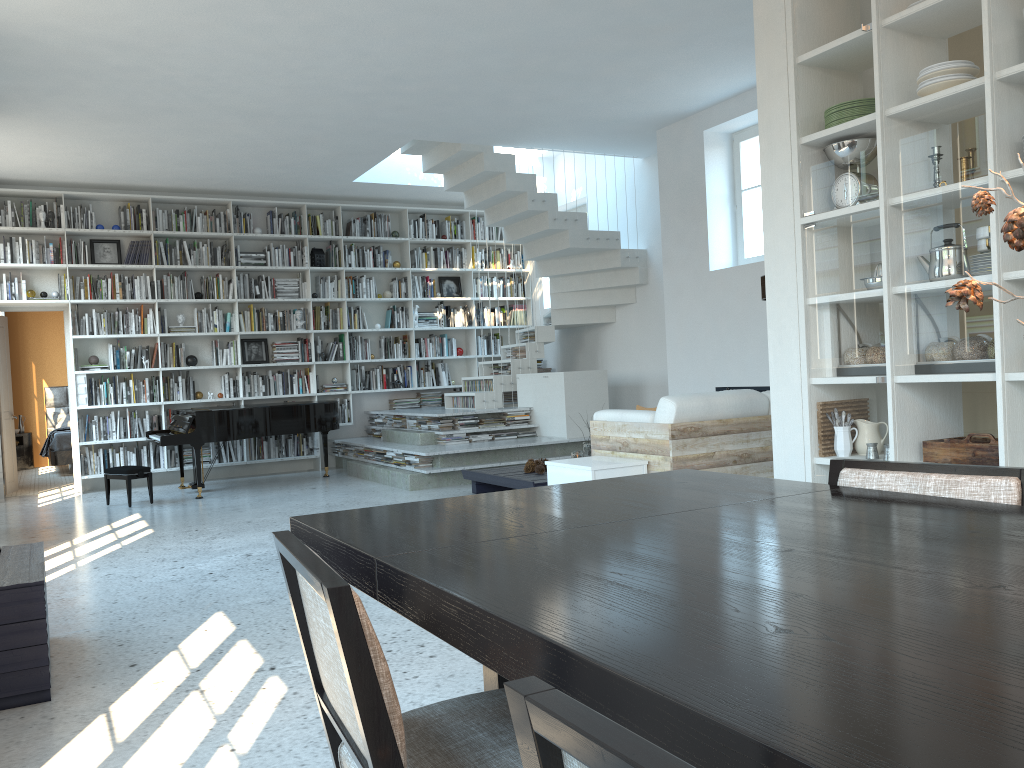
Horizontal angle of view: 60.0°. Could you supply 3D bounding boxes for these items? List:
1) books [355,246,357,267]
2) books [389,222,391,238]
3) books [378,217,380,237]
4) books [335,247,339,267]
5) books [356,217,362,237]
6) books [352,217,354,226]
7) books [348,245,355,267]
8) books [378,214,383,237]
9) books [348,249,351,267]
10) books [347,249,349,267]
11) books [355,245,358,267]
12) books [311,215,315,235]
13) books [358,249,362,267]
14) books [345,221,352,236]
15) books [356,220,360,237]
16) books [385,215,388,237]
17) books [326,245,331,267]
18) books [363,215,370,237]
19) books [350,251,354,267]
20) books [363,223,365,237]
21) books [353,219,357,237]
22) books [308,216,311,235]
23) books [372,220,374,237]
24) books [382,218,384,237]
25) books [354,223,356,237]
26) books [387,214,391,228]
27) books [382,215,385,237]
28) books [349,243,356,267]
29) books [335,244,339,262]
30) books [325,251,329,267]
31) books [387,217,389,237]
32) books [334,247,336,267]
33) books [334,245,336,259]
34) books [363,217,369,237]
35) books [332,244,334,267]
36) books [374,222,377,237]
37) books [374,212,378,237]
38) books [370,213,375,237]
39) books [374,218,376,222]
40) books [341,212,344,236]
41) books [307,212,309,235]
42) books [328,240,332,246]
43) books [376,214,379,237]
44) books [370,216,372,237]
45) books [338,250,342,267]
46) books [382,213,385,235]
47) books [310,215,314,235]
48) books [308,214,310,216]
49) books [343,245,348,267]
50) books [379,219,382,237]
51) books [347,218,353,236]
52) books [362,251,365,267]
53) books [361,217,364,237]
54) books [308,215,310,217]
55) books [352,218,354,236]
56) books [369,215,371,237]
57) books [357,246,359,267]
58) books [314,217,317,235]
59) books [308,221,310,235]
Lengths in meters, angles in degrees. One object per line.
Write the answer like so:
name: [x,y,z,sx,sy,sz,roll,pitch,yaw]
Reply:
books: [-1.920,-1.521,10.752,0.010,0.269,0.166,-4,1,-28]
books: [-1.537,-1.881,10.955,0.014,0.209,0.188,-4,1,-28]
books: [-1.656,-1.908,10.904,0.008,0.275,0.163,-4,1,-28]
books: [-2.116,-1.501,10.631,0.013,0.248,0.186,-4,1,-28]
books: [-1.870,-1.886,10.790,0.030,0.255,0.161,-4,1,-28]
books: [-1.946,-1.881,10.760,0.012,0.255,0.133,-4,1,-28]
books: [-1.946,-1.527,10.746,0.011,0.283,0.173,-4,1,-28]
books: [-1.624,-1.925,10.910,0.008,0.307,0.182,-4,1,-28]
books: [-1.985,-1.505,10.727,0.026,0.243,0.148,-4,1,-28]
books: [-2.004,-1.502,10.724,0.012,0.240,0.138,-4,1,-28]
books: [-1.906,-1.536,10.777,0.021,0.296,0.138,-4,1,-28]
books: [-2.368,-1.860,10.526,0.008,0.262,0.142,-4,1,-28]
books: [-1.864,-1.511,10.780,0.027,0.241,0.160,-4,1,-28]
books: [-1.976,-1.854,10.716,0.046,0.206,0.183,-4,1,-28]
books: [-1.895,-1.869,10.777,0.028,0.226,0.163,-4,1,-28]
books: [-1.575,-1.923,10.937,0.013,0.297,0.188,-4,1,-28]
books: [-2.190,-1.509,10.589,0.021,0.272,0.190,-4,1,-28]
books: [-1.777,-1.909,10.841,0.024,0.292,0.167,-4,1,-28]
books: [-1.952,-1.489,10.724,0.026,0.208,0.181,-4,1,-28]
books: [-1.831,-1.856,10.832,0.031,0.190,0.132,-4,1,-28]
books: [-1.915,-1.870,10.751,0.013,0.229,0.174,-4,1,-28]
books: [-2.404,-1.846,10.478,0.007,0.239,0.191,-4,1,-28]
books: [-1.725,-1.882,10.855,0.018,0.231,0.160,-4,1,-28]
books: [-1.616,-1.902,10.922,0.014,0.258,0.149,-4,1,-28]
books: [-1.930,-1.846,10.757,0.009,0.183,0.160,-4,1,-28]
books: [-1.531,-1.930,10.959,0.006,0.306,0.163,-4,1,-28]
books: [-1.607,-1.923,10.933,0.019,0.299,0.137,-4,1,-28]
books: [-1.932,-1.540,10.747,0.014,0.307,0.152,-4,1,-28]
books: [-2.111,-1.524,10.672,0.005,0.292,0.130,-4,1,-28]
books: [-2.210,-1.479,10.615,0.019,0.214,0.156,-4,1,-28]
books: [-1.562,-1.915,10.937,0.008,0.278,0.180,-4,1,-28]
books: [-2.142,-1.503,10.633,0.005,0.255,0.158,-4,1,-28]
books: [-2.148,-1.520,10.661,0.013,0.289,0.131,-4,1,-28]
books: [-1.788,-1.891,10.809,0.028,0.258,0.185,-4,1,-28]
books: [-2.158,-1.518,10.614,0.021,0.288,0.179,-4,1,-28]
books: [-1.698,-1.868,10.857,0.018,0.201,0.188,-4,1,-28]
books: [-1.690,-1.933,10.878,0.007,0.329,0.183,-4,1,-28]
books: [-1.719,-1.923,10.865,0.006,0.312,0.179,-4,1,-28]
books: [-1.695,-1.893,10.876,0.008,0.251,0.170,-4,1,-28]
books: [-2.066,-1.898,10.664,0.019,0.304,0.176,-4,1,-28]
books: [-2.434,-1.874,10.484,0.007,0.298,0.181,-4,1,-28]
books: [-2.183,-1.543,10.625,0.025,0.339,0.143,-4,1,-28]
books: [-1.672,-1.919,10.869,0.015,0.299,0.183,-4,1,-28]
books: [-1.746,-1.908,10.865,0.007,0.285,0.159,-4,1,-28]
books: [-2.087,-1.485,10.646,0.008,0.214,0.223,-4,1,-28]
books: [-1.603,-1.934,10.954,0.008,0.321,0.133,-4,1,-28]
books: [-2.383,-1.859,10.509,0.034,0.261,0.157,-4,1,-28]
books: [-2.406,-1.867,10.507,0.007,0.279,0.150,-4,1,-28]
books: [-2.018,-1.524,10.700,0.012,0.285,0.159,-4,1,-28]
books: [-1.641,-1.897,10.911,0.024,0.252,0.149,-4,1,-28]
books: [-1.956,-1.875,10.734,0.009,0.244,0.173,-4,1,-28]
books: [-1.838,-1.504,10.819,0.028,0.223,0.142,-4,1,-28]
books: [-1.848,-1.887,10.804,0.021,0.256,0.169,-4,1,-28]
books: [-2.406,-1.857,10.494,0.006,0.260,0.166,-4,1,-28]
books: [-1.951,-1.875,10.747,0.011,0.244,0.172,-4,1,-28]
books: [-1.764,-1.912,10.861,0.017,0.295,0.139,-4,1,-28]
books: [-1.894,-1.527,10.791,0.012,0.276,0.133,-4,1,-28]
books: [-2.349,-1.847,10.516,0.015,0.234,0.171,-4,1,-28]
books: [-2.425,-1.822,10.496,0.015,0.193,0.160,-4,1,-28]
